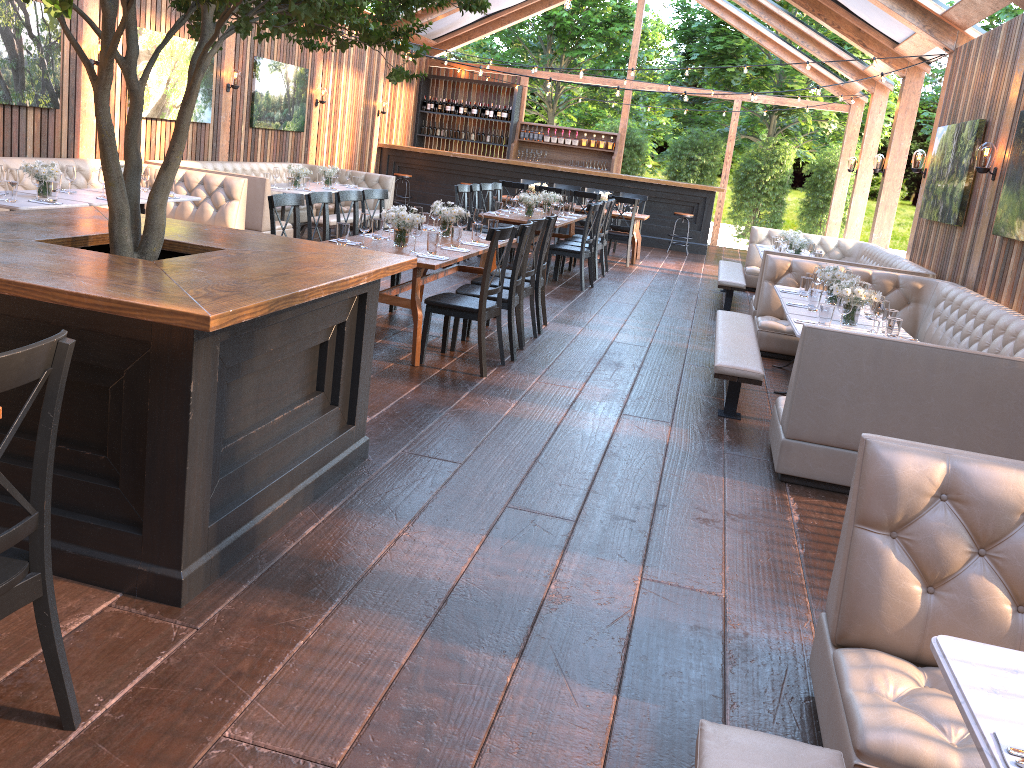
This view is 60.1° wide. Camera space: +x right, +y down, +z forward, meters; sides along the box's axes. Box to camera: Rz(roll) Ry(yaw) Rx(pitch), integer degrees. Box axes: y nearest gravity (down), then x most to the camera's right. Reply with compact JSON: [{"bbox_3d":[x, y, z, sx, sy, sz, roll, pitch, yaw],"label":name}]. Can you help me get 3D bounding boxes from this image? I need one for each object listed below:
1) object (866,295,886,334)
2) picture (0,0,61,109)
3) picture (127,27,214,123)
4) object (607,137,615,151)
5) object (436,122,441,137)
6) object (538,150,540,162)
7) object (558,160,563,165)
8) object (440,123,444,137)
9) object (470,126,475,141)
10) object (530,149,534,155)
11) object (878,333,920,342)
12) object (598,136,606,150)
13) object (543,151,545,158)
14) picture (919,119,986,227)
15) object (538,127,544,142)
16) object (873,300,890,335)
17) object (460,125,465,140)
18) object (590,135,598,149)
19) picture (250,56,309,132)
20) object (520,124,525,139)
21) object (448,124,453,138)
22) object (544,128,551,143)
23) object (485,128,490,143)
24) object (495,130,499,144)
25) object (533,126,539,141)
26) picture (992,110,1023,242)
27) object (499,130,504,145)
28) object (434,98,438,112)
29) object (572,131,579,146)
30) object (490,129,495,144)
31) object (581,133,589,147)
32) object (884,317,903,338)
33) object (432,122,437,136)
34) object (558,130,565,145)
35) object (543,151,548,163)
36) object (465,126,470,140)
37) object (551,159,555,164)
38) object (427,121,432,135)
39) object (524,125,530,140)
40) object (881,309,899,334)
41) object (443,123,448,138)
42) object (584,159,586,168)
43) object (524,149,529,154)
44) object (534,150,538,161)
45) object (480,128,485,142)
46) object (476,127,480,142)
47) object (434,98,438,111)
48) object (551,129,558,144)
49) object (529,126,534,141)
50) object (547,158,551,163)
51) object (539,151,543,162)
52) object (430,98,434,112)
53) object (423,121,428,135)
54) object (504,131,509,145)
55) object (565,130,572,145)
[{"bbox_3d":[2.376,-0.455,5.773,0.092,0.241,0.093,0,14,-30],"label":"object"},{"bbox_3d":[-4.772,-3.098,8.161,0.065,0.984,1.670,10,14,11],"label":"picture"},{"bbox_3d":[-4.141,-3.742,10.840,0.065,0.984,1.670,10,14,11],"label":"picture"},{"bbox_3d":[2.125,-5.153,18.975,0.177,0.284,0.110,11,13,17],"label":"object"},{"bbox_3d":[-1.616,-5.620,19.525,0.094,0.304,0.095,9,12,9],"label":"object"},{"bbox_3d":[0.611,-4.981,19.349,0.092,0.241,0.093,5,12,-13],"label":"object"},{"bbox_3d":[1.046,-4.808,19.199,0.124,0.095,0.126,7,14,0],"label":"object"},{"bbox_3d":[-1.527,-5.608,19.522,0.094,0.304,0.095,2,13,-24],"label":"object"},{"bbox_3d":[-0.851,-5.466,19.320,0.094,0.304,0.095,9,12,9],"label":"object"},{"bbox_3d":[0.417,-4.987,19.279,0.093,0.241,0.093,15,14,31],"label":"object"},{"bbox_3d":[2.475,-0.296,5.659,0.255,0.018,0.159,10,15,12],"label":"object"},{"bbox_3d":[1.936,-5.179,18.979,0.176,0.284,0.111,9,12,7],"label":"object"},{"bbox_3d":[0.710,-4.963,19.332,0.092,0.241,0.093,5,12,-13],"label":"object"},{"bbox_3d":[4.462,-2.154,9.040,0.065,0.984,1.670,10,14,11],"label":"picture"},{"bbox_3d":[0.635,-5.442,19.273,0.094,0.314,0.095,12,13,21],"label":"object"},{"bbox_3d":[2.306,-0.402,5.543,0.092,0.241,0.093,0,14,-30],"label":"object"},{"bbox_3d":[-1.083,-5.501,19.340,0.094,0.304,0.096,6,12,-7],"label":"object"},{"bbox_3d":[1.759,-5.222,19.057,0.177,0.284,0.110,11,13,17],"label":"object"},{"bbox_3d":[-3.520,-4.376,13.473,0.065,0.984,1.670,10,14,11],"label":"picture"},{"bbox_3d":[0.240,-5.518,19.369,0.094,0.314,0.095,10,12,12],"label":"object"},{"bbox_3d":[-1.347,-5.569,19.466,0.094,0.304,0.095,9,12,7],"label":"object"},{"bbox_3d":[0.779,-5.410,19.243,0.138,0.307,0.139,11,13,16],"label":"object"},{"bbox_3d":[-0.520,-5.409,19.265,0.094,0.304,0.095,2,13,-24],"label":"object"},{"bbox_3d":[-0.317,-5.368,19.210,0.094,0.304,0.095,9,12,7],"label":"object"},{"bbox_3d":[0.529,-5.457,19.278,0.094,0.314,0.096,9,12,7],"label":"object"},{"bbox_3d":[3.831,-1.509,6.361,0.065,0.984,1.670,10,14,11],"label":"picture"},{"bbox_3d":[-0.219,-5.347,19.177,0.095,0.304,0.095,10,12,12],"label":"object"},{"bbox_3d":[-1.660,-6.107,19.367,0.077,0.305,0.078,5,12,-10],"label":"object"},{"bbox_3d":[1.384,-5.300,19.121,0.138,0.307,0.139,11,13,16],"label":"object"},{"bbox_3d":[-0.410,-5.393,19.258,0.095,0.304,0.094,15,14,32],"label":"object"},{"bbox_3d":[1.566,-5.252,19.075,0.176,0.284,0.111,9,12,7],"label":"object"},{"bbox_3d":[2.340,-0.327,5.444,0.092,0.156,0.093,7,12,-2],"label":"object"},{"bbox_3d":[-1.707,-5.637,19.547,0.095,0.304,0.095,17,15,38],"label":"object"},{"bbox_3d":[1.082,-5.352,19.169,0.138,0.307,0.139,11,13,16],"label":"object"},{"bbox_3d":[0.725,-4.931,19.221,0.092,0.241,0.093,5,12,-13],"label":"object"},{"bbox_3d":[-0.963,-5.492,19.361,0.094,0.304,0.095,10,12,11],"label":"object"},{"bbox_3d":[0.888,-4.822,19.175,0.124,0.095,0.125,13,15,22],"label":"object"},{"bbox_3d":[-1.811,-5.646,19.531,0.094,0.304,0.096,2,13,-23],"label":"object"},{"bbox_3d":[0.334,-5.494,19.322,0.094,0.314,0.095,13,13,26],"label":"object"},{"bbox_3d":[2.478,-0.410,5.816,0.092,0.156,0.093,7,12,-2],"label":"object"},{"bbox_3d":[-1.451,-5.577,19.447,0.095,0.304,0.094,15,14,32],"label":"object"},{"bbox_3d":[1.587,-4.706,18.915,0.073,0.179,0.074,4,12,-14],"label":"object"},{"bbox_3d":[0.309,-5.008,19.308,0.093,0.241,0.093,15,14,31],"label":"object"},{"bbox_3d":[0.525,-4.969,19.264,0.092,0.241,0.093,5,12,-13],"label":"object"},{"bbox_3d":[-0.631,-5.423,19.262,0.094,0.304,0.096,2,13,-23],"label":"object"},{"bbox_3d":[-0.734,-5.451,19.320,0.095,0.304,0.095,17,15,38],"label":"object"},{"bbox_3d":[-1.693,-6.150,19.505,0.136,0.312,0.138,1,14,-26],"label":"object"},{"bbox_3d":[0.930,-5.382,19.207,0.138,0.307,0.140,10,12,11],"label":"object"},{"bbox_3d":[0.440,-5.483,19.331,0.094,0.314,0.096,9,12,7],"label":"object"},{"bbox_3d":[0.826,-4.868,19.316,0.124,0.095,0.125,13,15,22],"label":"object"},{"bbox_3d":[0.621,-4.948,19.234,0.092,0.241,0.093,5,12,-13],"label":"object"},{"bbox_3d":[-1.741,-6.126,19.406,0.077,0.303,0.077,14,13,27],"label":"object"},{"bbox_3d":[-1.901,-5.660,19.541,0.095,0.304,0.095,11,12,16],"label":"object"},{"bbox_3d":[-0.111,-5.336,19.190,0.095,0.304,0.094,16,15,37],"label":"object"},{"bbox_3d":[1.226,-5.324,19.133,0.138,0.307,0.140,9,12,6],"label":"object"}]
